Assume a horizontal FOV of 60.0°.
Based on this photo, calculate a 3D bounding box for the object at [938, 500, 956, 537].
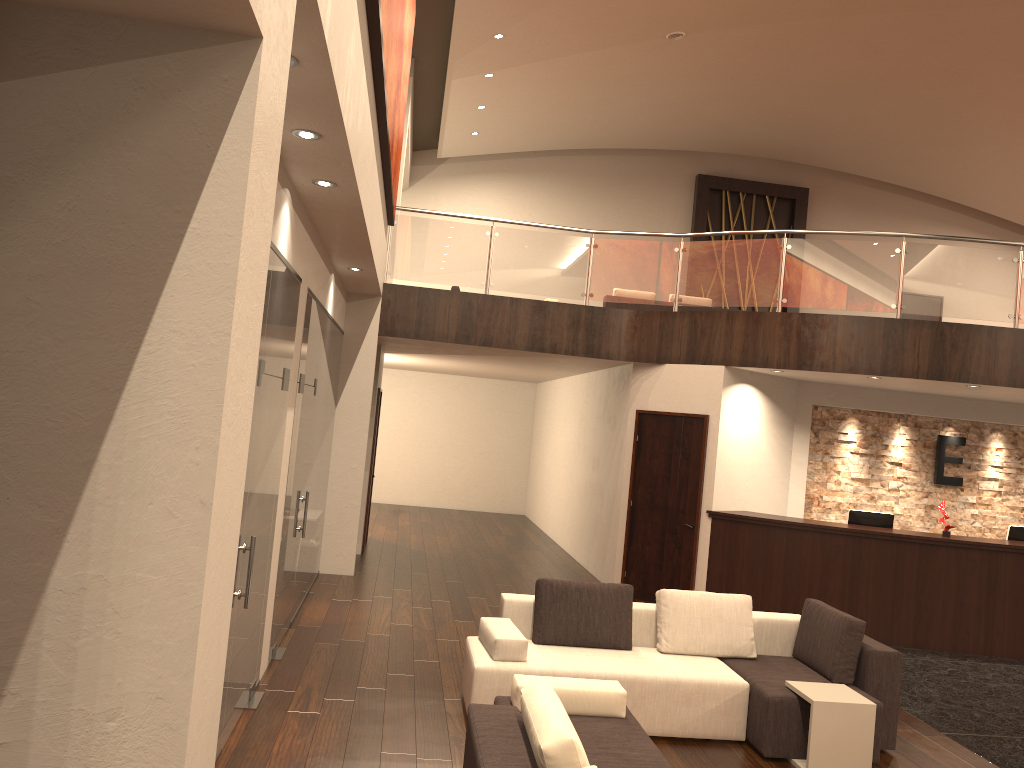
[{"bbox_3d":[4.650,1.433,9.473,0.163,0.390,0.165,5,-2,1],"label":"object"}]

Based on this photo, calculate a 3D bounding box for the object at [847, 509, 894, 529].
[{"bbox_3d":[4.004,1.671,9.926,0.483,0.485,0.189,5,-2,8],"label":"object"}]

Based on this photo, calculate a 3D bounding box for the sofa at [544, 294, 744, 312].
[{"bbox_3d":[1.989,-1.074,15.483,3.366,0.862,2.586,6,-2,-7],"label":"sofa"}]

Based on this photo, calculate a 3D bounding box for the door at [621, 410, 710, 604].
[{"bbox_3d":[1.774,1.442,10.344,0.990,2.232,0.104,3,-3,44],"label":"door"}]

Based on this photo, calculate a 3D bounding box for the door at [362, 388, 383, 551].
[{"bbox_3d":[-2.003,1.178,12.624,0.104,2.232,0.990,6,-2,-7],"label":"door"}]

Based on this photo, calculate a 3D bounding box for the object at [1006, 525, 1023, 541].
[{"bbox_3d":[5.727,1.831,9.853,0.483,0.485,0.189,6,-2,-7],"label":"object"}]

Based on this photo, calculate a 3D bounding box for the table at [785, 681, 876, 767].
[{"bbox_3d":[1.957,2.149,5.518,0.400,0.460,0.400,6,-2,-7],"label":"table"}]

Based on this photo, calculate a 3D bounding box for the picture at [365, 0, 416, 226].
[{"bbox_3d":[-0.880,-3.159,6.960,0.070,2.526,6.485,6,-2,-7],"label":"picture"}]

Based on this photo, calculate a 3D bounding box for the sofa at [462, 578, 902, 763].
[{"bbox_3d":[1.124,1.891,6.090,2.846,0.862,1.291,6,-2,-7],"label":"sofa"}]

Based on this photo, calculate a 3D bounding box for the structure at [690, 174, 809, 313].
[{"bbox_3d":[5.074,-2.318,19.342,2.524,4.236,0.187,6,-2,-7],"label":"structure"}]

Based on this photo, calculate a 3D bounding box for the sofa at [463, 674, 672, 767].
[{"bbox_3d":[1.127,1.782,3.464,2.586,0.862,3.366,6,-2,-7],"label":"sofa"}]

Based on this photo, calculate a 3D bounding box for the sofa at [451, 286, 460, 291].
[{"bbox_3d":[0.229,-1.187,16.789,3.366,0.862,2.586,6,-2,-7],"label":"sofa"}]

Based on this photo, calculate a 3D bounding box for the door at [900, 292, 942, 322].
[{"bbox_3d":[9.108,-0.903,19.868,0.990,2.232,0.104,6,-2,-7],"label":"door"}]

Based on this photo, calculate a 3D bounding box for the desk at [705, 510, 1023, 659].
[{"bbox_3d":[5.679,2.330,10.015,7.146,1.171,1.674,6,-2,-5],"label":"desk"}]
